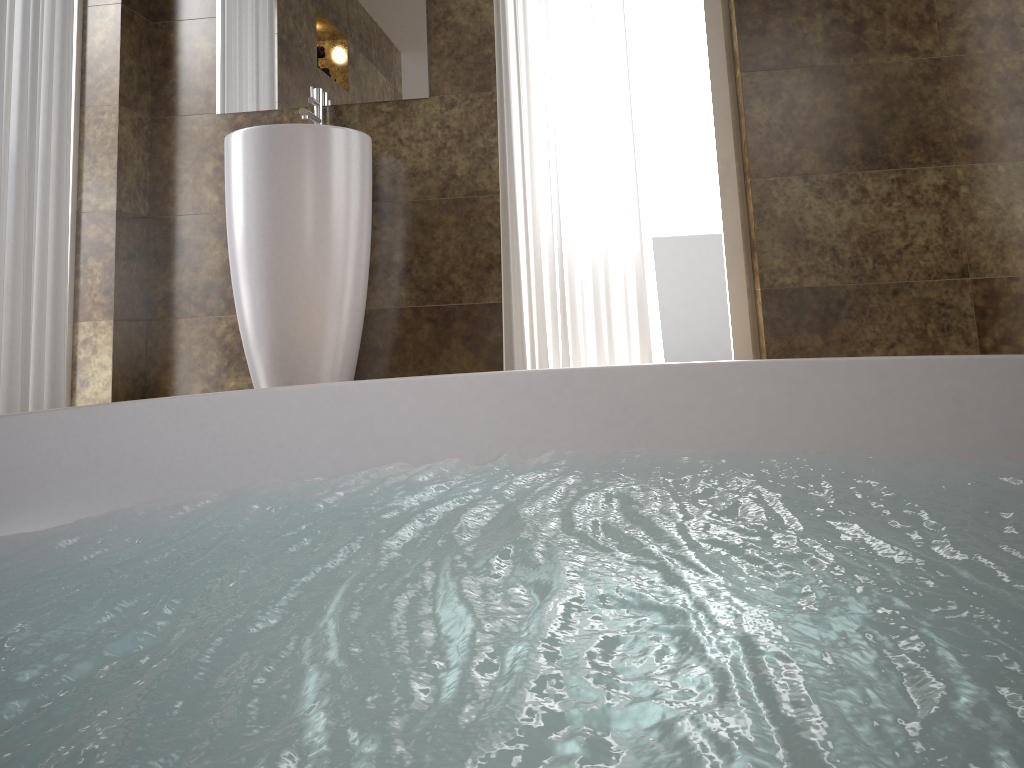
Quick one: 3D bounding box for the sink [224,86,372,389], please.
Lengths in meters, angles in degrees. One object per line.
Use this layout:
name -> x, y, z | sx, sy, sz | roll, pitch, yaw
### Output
sink -> -0.670, -0.436, 2.719 | 0.458, 1.157, 0.427 | -4, -7, 9

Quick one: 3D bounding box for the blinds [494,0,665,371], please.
blinds -> 0.180, -1.079, 2.903 | 0.518, 2.306, 0.065 | -3, -9, 6

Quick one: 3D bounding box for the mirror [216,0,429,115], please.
mirror -> -0.691, -1.519, 3.102 | 0.767, 1.112, 0.008 | -3, -9, 6

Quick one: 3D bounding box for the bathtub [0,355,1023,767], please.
bathtub -> 0.143, 0.176, 0.588 | 1.734, 0.531, 1.748 | 0, 4, 38

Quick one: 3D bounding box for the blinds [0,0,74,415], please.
blinds -> -1.347, -0.958, 2.326 | 0.068, 2.318, 0.585 | -4, -8, 7
